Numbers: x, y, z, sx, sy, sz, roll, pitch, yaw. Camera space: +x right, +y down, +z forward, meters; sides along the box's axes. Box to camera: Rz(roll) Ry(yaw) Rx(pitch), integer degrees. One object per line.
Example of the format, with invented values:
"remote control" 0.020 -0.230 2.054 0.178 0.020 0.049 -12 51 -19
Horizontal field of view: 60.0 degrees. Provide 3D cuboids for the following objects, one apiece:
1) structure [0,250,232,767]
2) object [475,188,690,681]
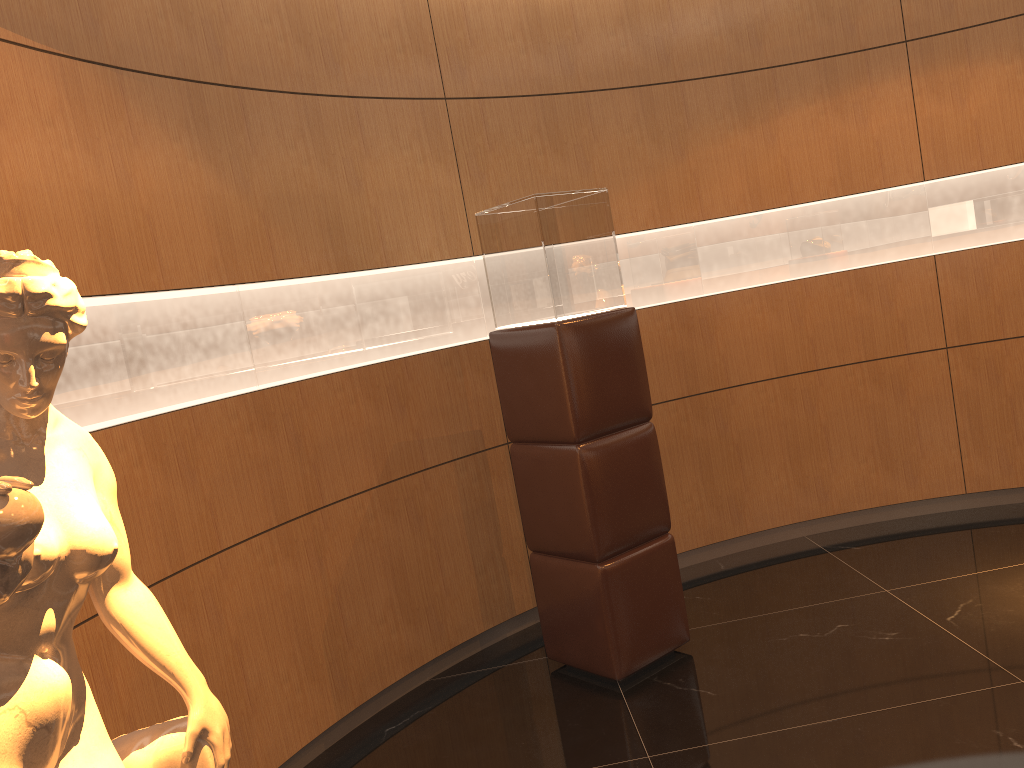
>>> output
"structure" -0.794 0.707 1.536 0.477 1.836 0.733 -10 5 -3
"object" 0.293 0.215 3.788 0.484 2.000 0.498 -14 7 -38
